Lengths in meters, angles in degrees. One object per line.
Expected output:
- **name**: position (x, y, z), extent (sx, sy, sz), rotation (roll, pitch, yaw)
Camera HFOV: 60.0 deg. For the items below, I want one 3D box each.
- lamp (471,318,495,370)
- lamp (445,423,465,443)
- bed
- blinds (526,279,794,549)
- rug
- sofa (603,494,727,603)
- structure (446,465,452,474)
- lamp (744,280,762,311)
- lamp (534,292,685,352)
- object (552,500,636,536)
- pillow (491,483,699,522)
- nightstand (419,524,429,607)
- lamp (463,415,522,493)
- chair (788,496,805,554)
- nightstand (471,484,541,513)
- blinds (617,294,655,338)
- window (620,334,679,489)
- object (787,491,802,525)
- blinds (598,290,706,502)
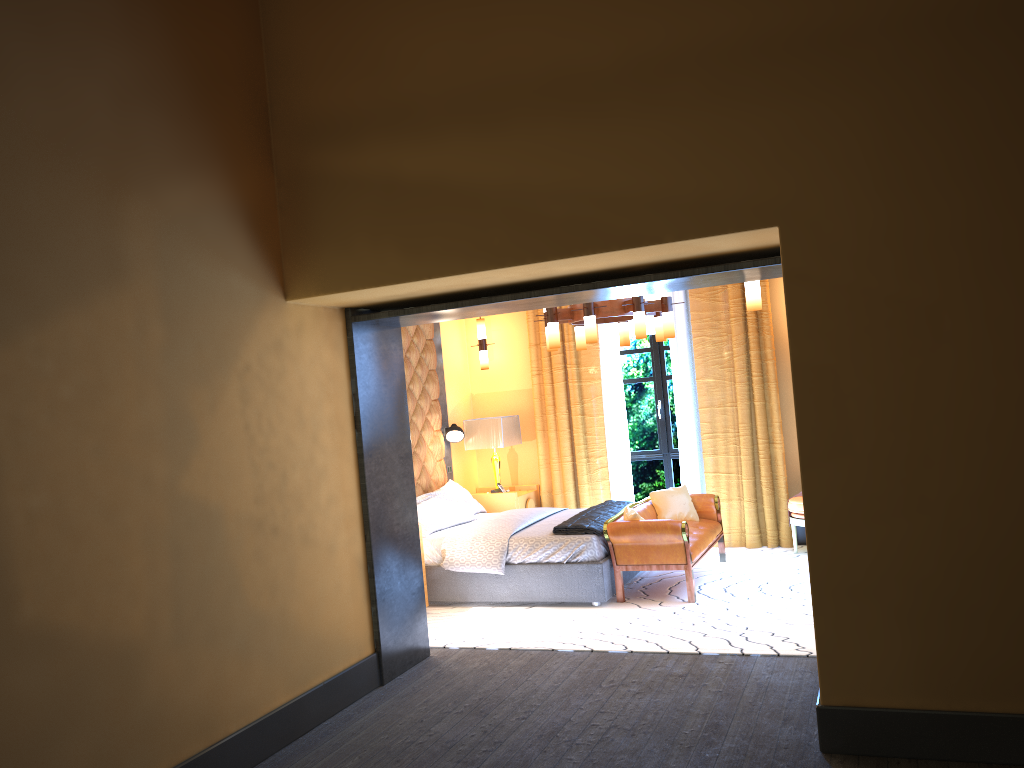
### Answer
- **lamp**: position (-0.306, -0.414, 9.247), extent (0.199, 0.532, 0.199), rotation (-5, 0, -23)
- **lamp**: position (-0.399, 0.484, 8.791), extent (0.568, 0.218, 0.231), rotation (-5, -1, -20)
- **bed**: position (0.004, 1.268, 7.641), extent (2.108, 0.824, 1.887), rotation (-6, -1, 22)
- **blinds**: position (1.295, -0.439, 8.631), extent (2.452, 4.146, 0.134), rotation (-5, 0, 22)
- **rug**: position (0.833, 1.643, 7.131), extent (3.705, 0.016, 3.385), rotation (-6, -1, 22)
- **sofa**: position (1.289, 1.283, 7.202), extent (0.651, 0.640, 1.614), rotation (-5, -1, 22)
- **structure**: position (-0.623, 0.847, 8.785), extent (0.016, 0.071, 0.103), rotation (-5, -1, 22)
- **lamp**: position (1.411, -0.701, 5.244), extent (0.199, 0.532, 0.199), rotation (-5, 0, -23)
- **lamp**: position (0.673, -1.389, 6.988), extent (1.142, 2.168, 1.140), rotation (-5, 0, 45)
- **object**: position (0.739, 1.091, 7.331), extent (0.405, 0.104, 1.460), rotation (-6, -1, 22)
- **pillow**: position (0.849, 1.081, 7.948), extent (1.146, 0.407, 2.630), rotation (-5, -1, -26)
- **nightstand**: position (-1.105, 1.460, 6.640), extent (0.721, 0.700, 0.708), rotation (-5, -1, 22)
- **lamp**: position (-0.172, 0.739, 8.963), extent (0.424, 0.802, 0.505), rotation (-5, 0, 22)
- **chair**: position (2.735, 0.911, 7.832), extent (0.632, 1.147, 0.500), rotation (-5, 0, -35)
- **nightstand**: position (-0.121, 1.426, 9.067), extent (0.720, 0.690, 0.680), rotation (-5, -1, 22)
- **blinds**: position (1.413, -0.941, 8.987), extent (1.201, 0.873, 0.013), rotation (-5, 0, 22)
- **window**: position (1.512, 0.118, 8.999), extent (1.201, 3.000, 0.130), rotation (-5, 0, 22)
- **object**: position (2.764, 1.185, 7.720), extent (0.428, 0.572, 0.803), rotation (-5, -1, -20)
- **blinds**: position (1.293, -0.414, 8.722), extent (2.052, 4.075, 0.236), rotation (-5, 0, 20)
